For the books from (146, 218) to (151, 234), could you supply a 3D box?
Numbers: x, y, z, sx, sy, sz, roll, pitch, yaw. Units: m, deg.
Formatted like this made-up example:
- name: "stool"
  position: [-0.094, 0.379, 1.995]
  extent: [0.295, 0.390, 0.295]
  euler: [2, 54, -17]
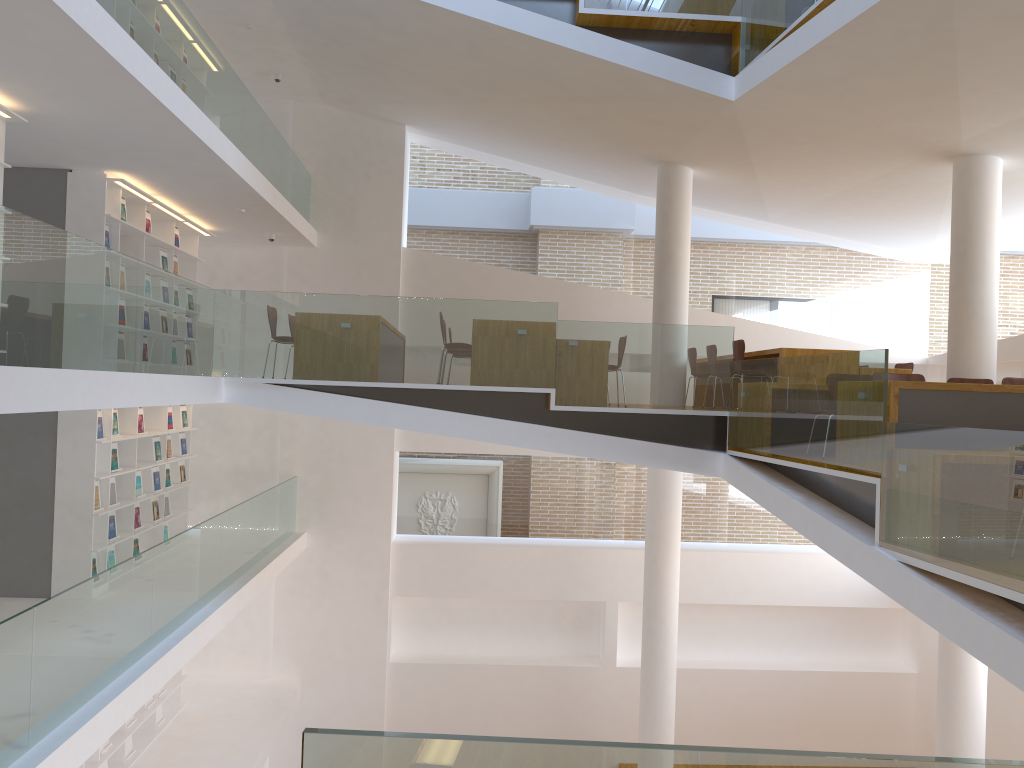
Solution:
- name: "books"
  position: [-3.811, -1.626, 9.285]
  extent: [0.037, 0.210, 0.145]
  euler: [2, -1, -3]

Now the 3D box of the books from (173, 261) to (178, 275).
- name: "books"
  position: [-3.866, -1.305, 10.190]
  extent: [0.037, 0.210, 0.145]
  euler: [2, -1, -3]

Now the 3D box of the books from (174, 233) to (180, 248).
- name: "books"
  position: [-3.855, -1.620, 10.193]
  extent: [0.037, 0.210, 0.145]
  euler: [2, -1, -3]

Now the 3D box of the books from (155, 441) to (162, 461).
- name: "books"
  position: [-3.920, 0.743, 9.822]
  extent: [0.037, 0.210, 0.145]
  euler: [2, -1, -3]

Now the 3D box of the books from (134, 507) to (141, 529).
- name: "books"
  position: [-3.915, 1.396, 9.258]
  extent: [0.037, 0.210, 0.145]
  euler: [2, -1, -3]

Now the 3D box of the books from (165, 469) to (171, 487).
- name: "books"
  position: [-3.945, 1.081, 10.154]
  extent: [0.037, 0.210, 0.145]
  euler: [2, -1, -3]

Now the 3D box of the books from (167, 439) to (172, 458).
- name: "books"
  position: [-3.937, 0.745, 10.172]
  extent: [0.037, 0.210, 0.145]
  euler: [2, -1, -3]

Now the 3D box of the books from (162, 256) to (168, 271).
- name: "books"
  position: [-3.849, -1.308, 9.840]
  extent: [0.037, 0.210, 0.145]
  euler: [2, -1, -3]

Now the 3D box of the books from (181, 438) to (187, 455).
- name: "books"
  position: [-3.960, 0.765, 10.708]
  extent: [0.037, 0.210, 0.145]
  euler: [2, -1, -3]

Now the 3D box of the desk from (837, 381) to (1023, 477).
- name: "desk"
  position: [3.921, 0.546, 5.679]
  extent: [3.216, 1.022, 1.248]
  euler: [2, -1, -3]

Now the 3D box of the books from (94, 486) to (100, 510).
- name: "books"
  position: [-3.852, 1.056, 8.194]
  extent: [0.037, 0.210, 0.145]
  euler: [2, -1, -3]

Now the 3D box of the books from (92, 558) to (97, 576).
- name: "books"
  position: [-3.872, 1.726, 8.185]
  extent: [0.037, 0.210, 0.145]
  euler: [2, -1, -3]

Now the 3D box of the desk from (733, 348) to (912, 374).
- name: "desk"
  position: [3.033, 0.076, 9.845]
  extent: [1.247, 0.762, 3.194]
  euler: [2, -1, -3]

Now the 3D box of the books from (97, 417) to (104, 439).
- name: "books"
  position: [-3.827, 0.414, 8.216]
  extent: [0.037, 0.210, 0.145]
  euler: [2, -1, -3]

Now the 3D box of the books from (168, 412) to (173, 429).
- name: "books"
  position: [-3.926, 0.431, 10.175]
  extent: [0.037, 0.210, 0.145]
  euler: [2, -1, -3]

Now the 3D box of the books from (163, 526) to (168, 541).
- name: "books"
  position: [-3.967, 1.736, 10.149]
  extent: [0.037, 0.210, 0.145]
  euler: [2, -1, -3]

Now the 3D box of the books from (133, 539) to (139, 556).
- name: "books"
  position: [-3.924, 1.728, 9.252]
  extent: [0.037, 0.210, 0.145]
  euler: [2, -1, -3]

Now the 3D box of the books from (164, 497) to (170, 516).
- name: "books"
  position: [-3.956, 1.406, 10.152]
  extent: [0.037, 0.210, 0.145]
  euler: [2, -1, -3]

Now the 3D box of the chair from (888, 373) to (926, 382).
- name: "chair"
  position: [2.855, 0.265, 6.373]
  extent: [0.428, 0.693, 0.381]
  euler: [2, -1, -3]

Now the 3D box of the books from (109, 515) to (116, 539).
- name: "books"
  position: [-3.880, 1.388, 8.597]
  extent: [0.037, 0.210, 0.145]
  euler: [2, -1, -3]

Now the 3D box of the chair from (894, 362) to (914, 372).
- name: "chair"
  position: [3.852, 0.123, 9.101]
  extent: [0.381, 0.693, 0.428]
  euler: [2, -1, -3]

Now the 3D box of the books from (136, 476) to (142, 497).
- name: "books"
  position: [-3.904, 1.068, 9.261]
  extent: [0.037, 0.210, 0.145]
  euler: [2, -1, -3]

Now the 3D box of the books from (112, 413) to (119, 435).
- name: "books"
  position: [-3.847, 0.383, 8.573]
  extent: [0.037, 0.210, 0.145]
  euler: [2, -1, -3]

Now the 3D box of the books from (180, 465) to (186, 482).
- name: "books"
  position: [-3.972, 1.090, 10.709]
  extent: [0.037, 0.210, 0.145]
  euler: [2, -1, -3]

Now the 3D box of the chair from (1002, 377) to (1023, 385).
- name: "chair"
  position: [3.824, 0.299, 6.420]
  extent: [0.428, 0.693, 0.381]
  euler: [2, -1, -3]

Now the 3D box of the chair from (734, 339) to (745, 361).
- name: "chair"
  position: [2.366, -0.075, 8.677]
  extent: [0.381, 0.693, 0.428]
  euler: [2, -1, -3]

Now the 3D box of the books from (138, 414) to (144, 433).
- name: "books"
  position: [-3.882, 0.424, 9.267]
  extent: [0.037, 0.210, 0.145]
  euler: [2, -1, -3]

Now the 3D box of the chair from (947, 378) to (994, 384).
- name: "chair"
  position: [3.671, 0.302, 7.299]
  extent: [0.428, 0.693, 0.381]
  euler: [2, -1, -3]

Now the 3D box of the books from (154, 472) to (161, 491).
- name: "books"
  position: [-3.928, 1.079, 9.819]
  extent: [0.037, 0.210, 0.145]
  euler: [2, -1, -3]

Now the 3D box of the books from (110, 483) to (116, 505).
- name: "books"
  position: [-3.868, 1.068, 8.575]
  extent: [0.037, 0.210, 0.145]
  euler: [2, -1, -3]

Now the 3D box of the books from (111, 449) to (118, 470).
- name: "books"
  position: [-3.857, 0.737, 8.593]
  extent: [0.037, 0.210, 0.145]
  euler: [2, -1, -3]

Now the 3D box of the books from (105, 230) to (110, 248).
- name: "books"
  position: [-3.767, -1.320, 8.223]
  extent: [0.037, 0.210, 0.145]
  euler: [2, -1, -3]

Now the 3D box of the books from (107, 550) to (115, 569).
- name: "books"
  position: [-3.893, 1.732, 8.617]
  extent: [0.037, 0.210, 0.145]
  euler: [2, -1, -3]

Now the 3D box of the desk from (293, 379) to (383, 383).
- name: "desk"
  position: [-1.649, -0.316, 9.557]
  extent: [0.760, 0.606, 3.194]
  euler: [2, -1, -3]

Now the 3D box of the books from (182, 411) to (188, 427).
- name: "books"
  position: [-3.952, 0.429, 10.711]
  extent: [0.037, 0.210, 0.145]
  euler: [2, -1, -3]

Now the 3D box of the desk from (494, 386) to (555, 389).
- name: "desk"
  position: [0.178, -0.177, 9.644]
  extent: [1.248, 0.757, 3.196]
  euler: [2, -1, -3]

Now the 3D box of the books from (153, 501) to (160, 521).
- name: "books"
  position: [-3.940, 1.404, 9.820]
  extent: [0.037, 0.210, 0.145]
  euler: [2, -1, -3]

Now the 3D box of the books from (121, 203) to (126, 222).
- name: "books"
  position: [-3.777, -1.647, 8.598]
  extent: [0.037, 0.210, 0.145]
  euler: [2, -1, -3]

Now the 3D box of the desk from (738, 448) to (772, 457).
- name: "desk"
  position: [3.743, 0.350, 7.706]
  extent: [3.356, 0.606, 0.760]
  euler: [2, -1, -3]
